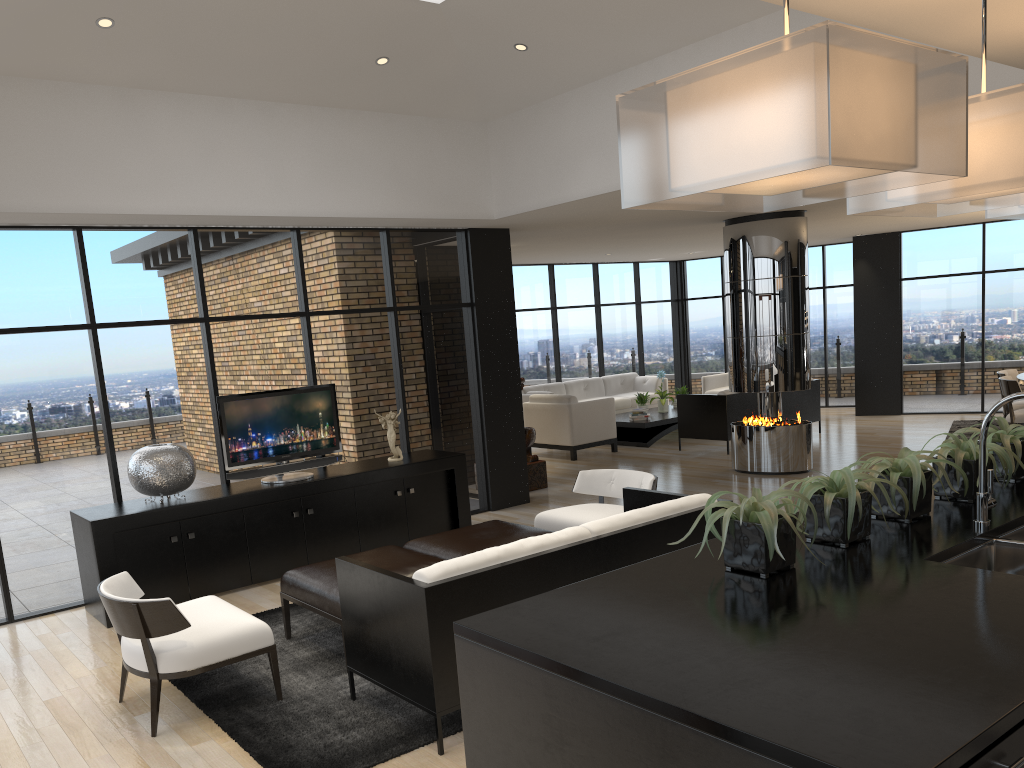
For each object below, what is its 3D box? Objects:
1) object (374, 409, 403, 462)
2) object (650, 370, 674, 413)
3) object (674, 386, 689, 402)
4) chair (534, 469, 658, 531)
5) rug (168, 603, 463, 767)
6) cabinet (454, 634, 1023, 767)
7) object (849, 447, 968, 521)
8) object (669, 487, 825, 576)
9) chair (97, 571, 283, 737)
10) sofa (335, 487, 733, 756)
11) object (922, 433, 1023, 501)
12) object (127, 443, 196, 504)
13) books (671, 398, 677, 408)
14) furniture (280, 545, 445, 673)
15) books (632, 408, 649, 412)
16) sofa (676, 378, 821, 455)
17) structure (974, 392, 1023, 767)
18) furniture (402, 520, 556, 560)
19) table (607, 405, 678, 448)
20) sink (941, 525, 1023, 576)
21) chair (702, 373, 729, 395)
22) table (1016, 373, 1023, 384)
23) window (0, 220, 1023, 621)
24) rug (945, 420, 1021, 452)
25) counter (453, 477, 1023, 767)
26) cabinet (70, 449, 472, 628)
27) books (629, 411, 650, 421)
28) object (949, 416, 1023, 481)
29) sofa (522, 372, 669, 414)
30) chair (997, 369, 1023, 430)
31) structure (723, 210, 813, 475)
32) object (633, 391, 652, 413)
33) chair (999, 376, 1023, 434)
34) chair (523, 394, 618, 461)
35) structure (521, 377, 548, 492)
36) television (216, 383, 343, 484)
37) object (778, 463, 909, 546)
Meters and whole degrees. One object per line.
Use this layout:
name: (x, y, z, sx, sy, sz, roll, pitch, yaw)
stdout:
object: (-1.013, 0.429, 7.499, 0.254, 0.465, 0.105, -10, 10, -36)
object: (2.257, 0.108, 13.173, 0.354, 0.639, 0.366, -7, 8, -18)
object: (2.585, 0.198, 13.462, 0.284, 0.374, 0.212, 0, 9, 30)
chair: (0.673, 1.008, 6.407, 0.679, 0.683, 0.802, -9, 8, -38)
rug: (-0.409, 1.493, 5.417, 3.010, 0.012, 2.473, -7, 5, -37)
cabinet: (1.475, 0.996, 2.795, 3.091, 1.051, 1.175, -8, 7, -37)
object: (1.252, 0.334, 2.943, 0.405, 0.220, 0.394, -6, 5, -13)
object: (0.691, 0.411, 2.437, 0.397, 0.220, 0.403, -6, 5, -13)
chair: (-1.703, 1.316, 4.537, 0.679, 0.683, 0.802, -9, 8, -38)
sofa: (0.198, 1.093, 4.666, 2.016, 0.813, 0.835, -8, 7, -37)
object: (1.606, 0.280, 3.184, 0.397, 0.242, 0.403, -6, 5, -13)
object: (-2.533, 0.643, 6.405, 0.464, 0.412, 0.458, 0, 7, 34)
books: (2.628, 0.290, 13.859, 0.224, 0.128, 0.304, -3, 5, 20)
furniture: (-0.825, 1.294, 5.292, 0.821, 0.489, 0.825, -8, 6, -38)
books: (1.819, 0.367, 12.478, 0.184, 0.027, 0.153, -1, 5, 43)
sofa: (3.216, 0.383, 11.932, 2.016, 0.813, 0.835, -8, 7, -37)
structure: (1.622, 0.535, 2.491, 2.755, 1.031, 0.653, -8, 8, -38)
furniture: (-0.158, 1.209, 5.805, 0.821, 0.489, 0.825, -8, 6, -38)
table: (2.233, 0.605, 13.210, 2.016, 0.356, 1.260, -7, 5, -38)
sink: (1.623, 0.554, 2.563, 0.915, 0.161, 0.459, -7, 5, -38)
chair: (3.736, 0.157, 14.358, 0.848, 0.866, 0.997, -9, 8, -38)
table: (6.404, 0.275, 10.008, 1.209, 0.778, 2.082, -1, 5, 32)
window: (1.293, -1.245, 8.126, 10.118, 4.844, 15.728, -1, 6, 39)
rug: (6.476, 0.648, 10.114, 2.718, 0.011, 3.680, -2, 4, 30)
counter: (1.434, 0.462, 2.710, 3.091, 0.032, 1.176, -7, 5, -37)
cabinet: (-1.753, 1.122, 7.037, 3.016, 0.750, 0.619, -8, 7, -37)
books: (1.808, 0.444, 12.495, 0.307, 0.128, 0.221, -4, 5, 1)
object: (1.943, 0.239, 3.411, 0.405, 0.242, 0.394, -6, 5, -13)
sofa: (1.340, 0.347, 14.318, 2.674, 0.866, 0.851, -8, 7, -37)
chair: (6.154, 0.240, 10.572, 0.615, 0.816, 0.636, 1, 9, 40)
structure: (2.771, -0.410, 9.559, 0.890, 2.778, 0.580, 3, 11, 39)
object: (1.915, 0.283, 12.963, 0.284, 0.375, 0.212, -2, 8, 15)
chair: (5.760, 0.321, 9.817, 0.616, 0.816, 0.634, -1, 8, 23)
chair: (0.796, 0.535, 12.101, 0.848, 0.866, 0.997, -9, 8, -38)
structure: (-0.085, 0.382, 9.803, 0.512, 1.614, 0.728, -11, 10, -37)
television: (-1.799, 0.397, 6.941, 0.929, 0.720, 0.405, -6, 8, -19)
object: (0.958, 0.361, 2.713, 0.405, 0.242, 0.394, -6, 5, -13)
